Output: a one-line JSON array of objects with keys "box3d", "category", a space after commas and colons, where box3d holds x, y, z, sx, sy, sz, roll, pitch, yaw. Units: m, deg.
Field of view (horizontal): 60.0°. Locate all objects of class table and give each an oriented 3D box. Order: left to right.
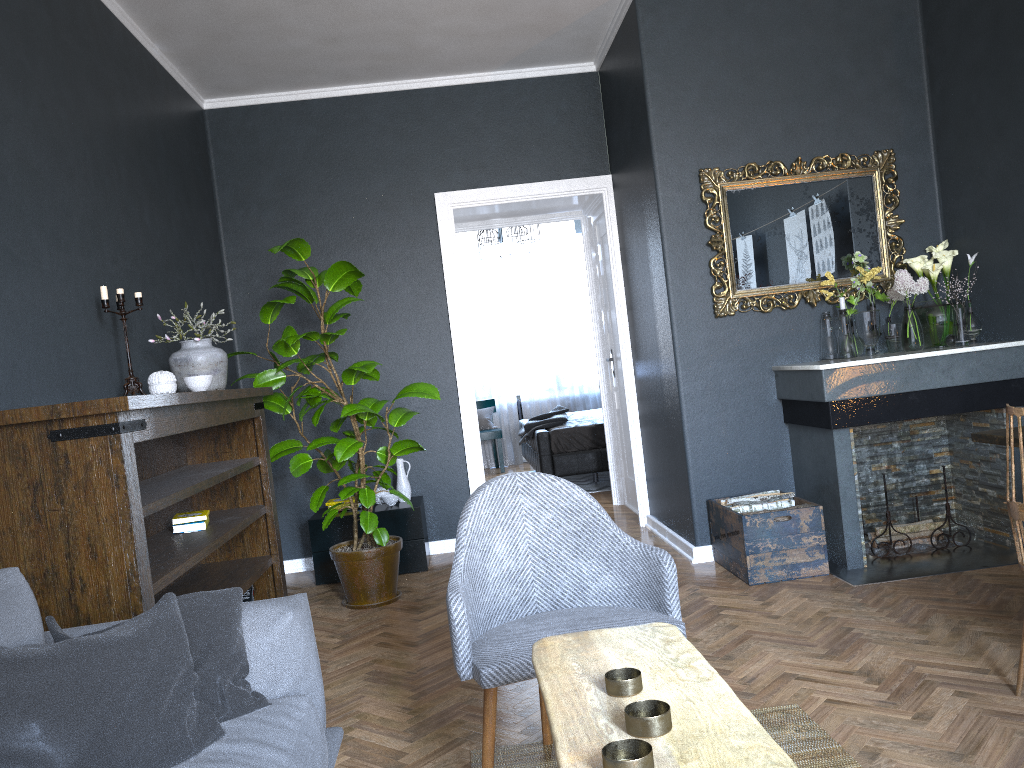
[{"box3d": [0.247, 0.800, 1.523, 0.339, 0.550, 0.787, -7, 1, -4], "category": "table"}, {"box3d": [2.199, 0.466, 2.240, 1.126, 0.728, 1.604, -7, 1, -4], "category": "table"}]

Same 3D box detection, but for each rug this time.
[{"box3d": [0.766, 0.888, 8.499, 1.458, 0.013, 2.044, -7, 1, -4], "category": "rug"}, {"box3d": [0.440, 1.050, 1.677, 1.003, 0.013, 2.010, -7, 1, -4], "category": "rug"}]

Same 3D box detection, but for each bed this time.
[{"box3d": [1.205, 0.251, 8.545, 2.375, 1.162, 2.265, -7, 1, -4], "category": "bed"}]

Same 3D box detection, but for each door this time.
[{"box3d": [0.787, -0.176, 6.233, 0.162, 2.188, 0.856, -7, 2, -4], "category": "door"}]

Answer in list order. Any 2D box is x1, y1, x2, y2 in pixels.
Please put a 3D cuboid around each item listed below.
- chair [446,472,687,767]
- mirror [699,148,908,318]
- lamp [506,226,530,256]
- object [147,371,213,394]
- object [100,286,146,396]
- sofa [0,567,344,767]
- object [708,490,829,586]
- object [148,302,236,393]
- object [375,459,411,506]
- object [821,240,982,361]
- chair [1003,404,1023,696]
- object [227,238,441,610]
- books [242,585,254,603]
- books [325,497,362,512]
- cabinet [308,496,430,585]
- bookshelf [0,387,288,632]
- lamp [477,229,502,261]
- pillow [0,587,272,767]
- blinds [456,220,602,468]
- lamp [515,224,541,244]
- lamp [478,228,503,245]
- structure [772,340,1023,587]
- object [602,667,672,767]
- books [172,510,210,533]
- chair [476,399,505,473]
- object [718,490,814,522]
[{"box3d": [0.113, 0.665, 2.443, 0.644, 0.811, 0.495, -8, 2, -25], "category": "chair"}, {"box3d": [1.526, -0.788, 4.614, 1.056, 0.784, 0.067, -7, 2, -4], "category": "mirror"}, {"box3d": [0.034, -1.680, 8.926, 0.210, 0.747, 0.210, -6, 2, 10], "category": "lamp"}, {"box3d": [-1.312, -0.008, 3.516, 0.255, 0.104, 0.118, -8, 2, -38], "category": "object"}, {"box3d": [-1.468, -0.154, 3.347, 0.145, 0.438, 0.129, -6, 2, 32], "category": "object"}, {"box3d": [-0.845, 0.808, 1.240, 0.970, 0.798, 2.339, -7, 1, -4], "category": "sofa"}, {"box3d": [1.241, 0.741, 4.346, 0.383, 0.326, 0.552, -7, 1, -4], "category": "object"}, {"box3d": [-1.372, -0.161, 3.845, 0.385, 0.412, 0.275, -7, 2, -26], "category": "object"}, {"box3d": [-0.759, 0.597, 5.396, 0.228, 0.268, 0.228, -6, 2, 30], "category": "object"}, {"box3d": [1.946, -0.432, 4.443, 0.727, 0.547, 0.474, -7, 2, -1], "category": "object"}, {"box3d": [1.640, 0.466, 2.517, 0.383, 0.857, 0.456, -7, 2, -19], "category": "chair"}, {"box3d": [-0.949, 0.212, 4.617, 1.118, 1.900, 0.763, -7, 2, -10], "category": "object"}, {"box3d": [-1.292, 1.025, 4.174, 0.179, 0.193, 0.122, -7, 2, 0], "category": "books"}, {"box3d": [-1.017, 0.730, 5.382, 0.214, 0.066, 0.162, -7, 1, -8], "category": "books"}, {"box3d": [-0.847, 0.940, 5.366, 0.650, 0.390, 0.456, -7, 1, -4], "category": "cabinet"}, {"box3d": [-1.250, 0.631, 3.341, 0.451, 1.172, 1.918, -7, 1, -4], "category": "bookshelf"}, {"box3d": [-0.249, -1.611, 8.600, 0.210, 0.805, 0.210, -6, 2, 10], "category": "lamp"}, {"box3d": [-0.855, 0.618, 1.858, 0.442, 0.362, 0.797, -6, 1, 14], "category": "pillow"}, {"box3d": [0.073, -0.474, 10.324, 3.992, 2.790, 0.312, -7, 2, -4], "category": "blinds"}, {"box3d": [0.105, -1.659, 7.942, 0.210, 0.770, 0.210, -6, 2, 10], "category": "lamp"}, {"box3d": [-0.233, -1.657, 8.210, 0.210, 0.714, 0.210, -6, 2, 10], "category": "lamp"}, {"box3d": [1.934, 0.341, 4.302, 1.065, 0.981, 0.834, -7, 2, -4], "category": "structure"}, {"box3d": [0.195, 0.517, 1.377, 0.103, 0.033, 0.368, -7, 1, 7], "category": "object"}, {"box3d": [-1.311, 0.594, 3.694, 0.174, 0.113, 0.197, -7, 1, -15], "category": "books"}, {"box3d": [-0.334, 0.589, 9.912, 0.435, 0.799, 0.592, -7, 2, -4], "category": "chair"}, {"box3d": [1.236, 0.665, 4.345, 0.370, 0.247, 0.533, -7, 1, -4], "category": "object"}]
